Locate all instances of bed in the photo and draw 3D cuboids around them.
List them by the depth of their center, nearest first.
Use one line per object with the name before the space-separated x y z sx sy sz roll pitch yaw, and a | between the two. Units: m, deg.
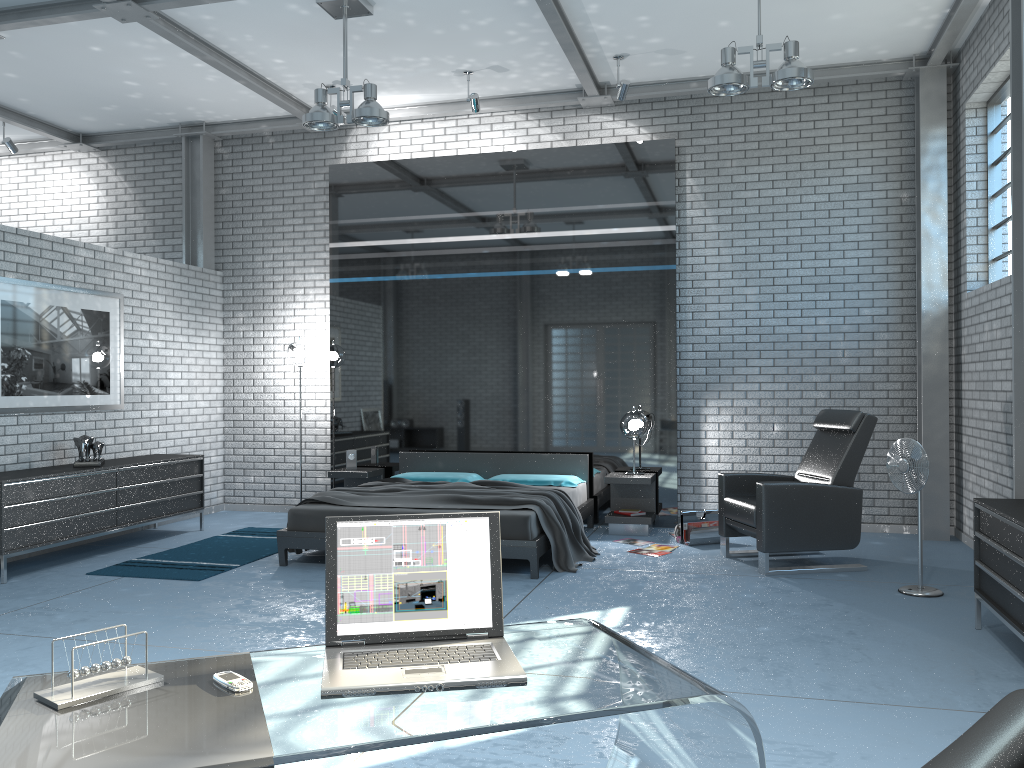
bed | -0.393 0.978 7.170 2.290 0.674 2.261 0 0 15

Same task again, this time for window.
window | 3.512 -1.473 5.914 0.100 1.500 2.200 0 0 15

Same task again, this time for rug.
rug | -2.247 1.313 7.011 0.886 0.012 2.060 0 0 15

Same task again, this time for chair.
chair | 0.243 0.797 0.945 0.629 0.977 0.614 0 0 44
chair | 2.068 0.738 6.403 0.940 1.099 0.763 0 0 -10

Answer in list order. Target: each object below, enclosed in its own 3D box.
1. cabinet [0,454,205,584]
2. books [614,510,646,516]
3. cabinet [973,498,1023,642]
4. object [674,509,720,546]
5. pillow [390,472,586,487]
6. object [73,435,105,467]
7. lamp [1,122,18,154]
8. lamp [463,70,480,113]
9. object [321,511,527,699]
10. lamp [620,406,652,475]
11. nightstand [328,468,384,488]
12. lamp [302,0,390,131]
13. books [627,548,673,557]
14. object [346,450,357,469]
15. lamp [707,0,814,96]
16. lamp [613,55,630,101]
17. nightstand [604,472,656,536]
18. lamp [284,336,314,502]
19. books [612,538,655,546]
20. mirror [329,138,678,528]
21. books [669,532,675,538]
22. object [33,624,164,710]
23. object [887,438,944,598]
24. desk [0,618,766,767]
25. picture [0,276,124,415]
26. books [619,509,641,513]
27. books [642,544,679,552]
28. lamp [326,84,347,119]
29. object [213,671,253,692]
cabinet | -3.315 0.981 6.995 0.510 0.682 2.250 0 0 15
books | 1.030 1.125 7.752 0.176 0.021 0.223 0 0 -33
cabinet | 2.386 0.937 3.510 0.510 0.682 2.250 0 0 15
object | 1.528 1.161 7.215 0.352 0.271 0.236 0 0 -21
pillow | -0.264 0.865 7.972 1.810 0.115 0.567 0 0 15
object | -3.333 0.521 6.985 0.221 0.237 0.369 0 0 -20
lamp | -5.087 -2.498 8.949 0.137 0.332 0.167 0 0 5
lamp | -0.351 -2.530 7.693 0.137 0.332 0.167 0 0 5
object | -0.187 0.428 1.790 0.380 0.288 0.320 0 0 -10
lamp | 1.080 0.491 7.822 0.259 0.596 0.250 0 0 23
nightstand | -1.475 1.063 8.424 0.400 0.501 0.400 0 0 15
lamp | -1.170 -2.259 6.226 0.639 0.872 0.300 0 0 15
books | 1.055 1.292 6.803 0.214 0.005 0.300 0 0 -45
object | -1.533 0.721 8.466 0.100 0.184 0.032 0 0 -17
lamp | 1.536 -2.277 5.509 0.639 0.872 0.300 0 0 15
lamp | 0.896 -2.533 7.363 0.137 0.343 0.161 0 0 -15
nightstand | 1.038 1.046 7.758 0.400 0.501 0.400 0 0 15
lamp | -2.032 0.425 8.523 0.250 1.773 0.259 0 0 -30
books | 0.995 1.293 7.258 0.214 0.005 0.300 0 0 -42
mirror | -0.164 -0.444 8.414 3.400 3.500 0.050 0 0 15
books | 1.467 1.291 7.550 0.214 0.005 0.318 0 0 -3
object | -0.777 0.524 1.673 0.100 0.102 0.200 0 0 39
object | 2.506 0.805 5.448 0.258 0.954 0.342 0 0 -20
desk | -0.251 0.931 1.701 1.358 0.718 0.593 0 0 -20
picture | -3.611 -0.281 7.075 0.020 1.015 1.490 0 0 15
books | 1.030 1.109 7.752 0.168 0.011 0.118 0 0 20
books | 1.174 1.289 6.969 0.219 0.011 0.297 0 0 27
lamp | -1.593 -2.532 8.010 0.137 0.311 0.166 0 0 40
object | -0.536 0.569 1.699 0.044 0.010 0.107 0 0 -42
